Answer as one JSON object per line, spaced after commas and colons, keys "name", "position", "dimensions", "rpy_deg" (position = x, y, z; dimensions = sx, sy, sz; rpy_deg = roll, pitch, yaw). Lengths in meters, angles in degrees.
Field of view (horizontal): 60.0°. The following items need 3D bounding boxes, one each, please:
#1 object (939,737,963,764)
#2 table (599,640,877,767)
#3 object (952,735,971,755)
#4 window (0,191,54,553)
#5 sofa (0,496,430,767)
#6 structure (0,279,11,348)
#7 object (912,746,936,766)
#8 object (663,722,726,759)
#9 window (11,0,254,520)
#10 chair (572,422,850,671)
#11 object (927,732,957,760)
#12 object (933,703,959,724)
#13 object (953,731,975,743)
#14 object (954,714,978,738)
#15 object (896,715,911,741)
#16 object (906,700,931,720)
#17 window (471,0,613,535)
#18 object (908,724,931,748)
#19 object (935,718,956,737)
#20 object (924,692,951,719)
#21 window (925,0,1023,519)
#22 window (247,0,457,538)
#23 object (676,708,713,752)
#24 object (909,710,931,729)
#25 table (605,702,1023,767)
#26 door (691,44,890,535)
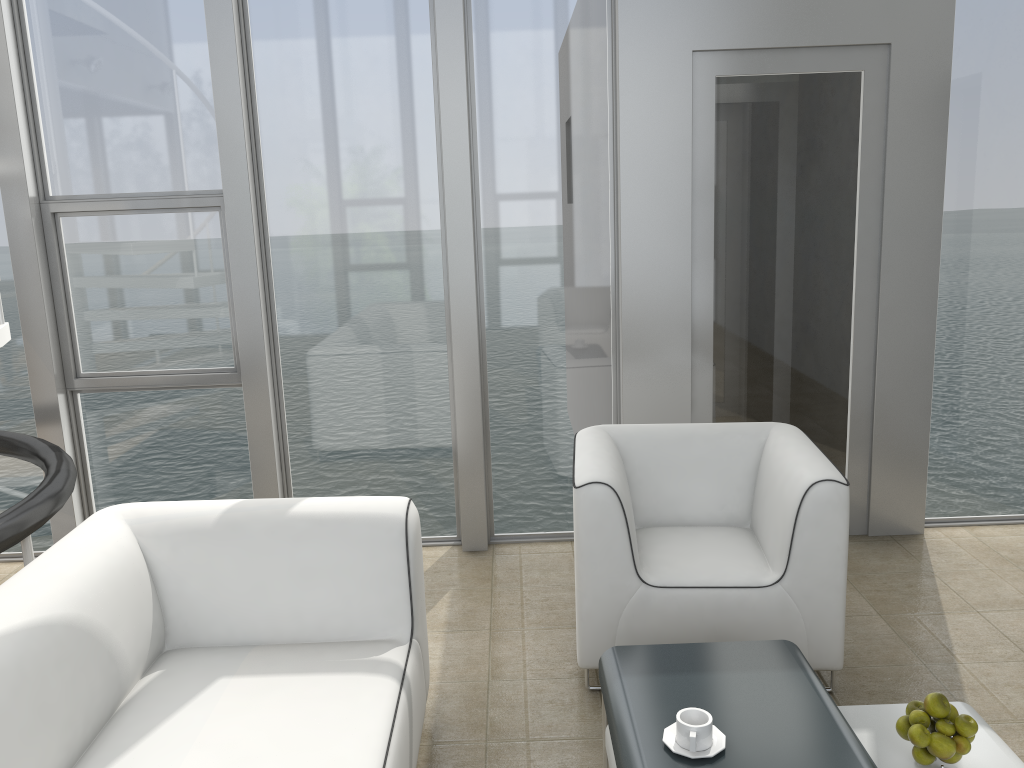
{"name": "object", "position": [0.962, 0.806, 1.957], "dimensions": [0.059, 0.056, 0.061], "rpy_deg": [9, 16, 44]}
{"name": "table", "position": [0.503, 1.009, 1.659], "dimensions": [0.532, 0.390, 1.420], "rpy_deg": [-2, 12, 0]}
{"name": "object", "position": [0.967, 0.779, 1.913], "dimensions": [0.039, 0.040, 0.040], "rpy_deg": [-4, 12, -8]}
{"name": "window", "position": [-2.555, -1.975, 3.532], "dimensions": [0.742, 5.653, 0.010], "rpy_deg": [-2, 12, 0]}
{"name": "sofa", "position": [-0.734, 0.893, 1.441], "dimensions": [0.971, 0.638, 2.601], "rpy_deg": [-2, 12, 0]}
{"name": "structure", "position": [-4.001, 1.133, 0.619], "dimensions": [4.916, 6.900, 6.700], "rpy_deg": [-2, 12, 0]}
{"name": "object", "position": [0.907, 0.814, 1.953], "dimensions": [0.048, 0.048, 0.048], "rpy_deg": [0, 12, 11]}
{"name": "object", "position": [0.388, 0.760, 1.889], "dimensions": [0.130, 0.014, 0.136], "rpy_deg": [1, 12, 15]}
{"name": "window", "position": [-1.642, -2.006, 3.517], "dimensions": [0.800, 5.700, 0.050], "rpy_deg": [-2, 12, 0]}
{"name": "chair", "position": [0.631, 0.515, 3.032], "dimensions": [0.829, 0.635, 0.720], "rpy_deg": [-1, 12, 5]}
{"name": "object", "position": [0.925, 0.779, 1.912], "dimensions": [0.058, 0.058, 0.058], "rpy_deg": [-10, 14, -32]}
{"name": "object", "position": [0.970, 0.739, 1.983], "dimensions": [0.050, 0.054, 0.055], "rpy_deg": [-9, 13, -30]}
{"name": "object", "position": [0.992, 0.767, 1.948], "dimensions": [0.047, 0.045, 0.047], "rpy_deg": [-1, 12, 4]}
{"name": "object", "position": [0.982, 0.740, 1.918], "dimensions": [0.047, 0.045, 0.047], "rpy_deg": [-2, 12, 1]}
{"name": "object", "position": [0.888, 0.770, 1.984], "dimensions": [0.054, 0.055, 0.053], "rpy_deg": [-10, 14, -35]}
{"name": "object", "position": [0.922, 0.748, 2.012], "dimensions": [0.054, 0.048, 0.055], "rpy_deg": [-4, 12, -7]}
{"name": "window", "position": [0.147, -0.607, 3.833], "dimensions": [0.556, 2.646, 0.010], "rpy_deg": [-2, 12, 0]}
{"name": "object", "position": [0.883, 0.762, 1.920], "dimensions": [0.047, 0.048, 0.047], "rpy_deg": [-11, 15, -37]}
{"name": "object", "position": [0.945, 0.750, 1.934], "dimensions": [0.040, 0.038, 0.040], "rpy_deg": [-9, 13, -28]}
{"name": "object", "position": [0.938, 0.709, 1.956], "dimensions": [0.055, 0.056, 0.055], "rpy_deg": [-2, 12, 0]}
{"name": "window", "position": [2.134, -0.681, 3.830], "dimensions": [0.605, 2.646, 0.010], "rpy_deg": [-2, 12, 0]}
{"name": "window", "position": [-0.729, -2.044, 3.531], "dimensions": [0.742, 5.653, 0.010], "rpy_deg": [-2, 12, 0]}
{"name": "object", "position": [0.382, 0.735, 1.879], "dimensions": [0.090, 0.057, 0.075], "rpy_deg": [-12, 15, -41]}
{"name": "object", "position": [0.899, 0.741, 1.956], "dimensions": [0.044, 0.043, 0.040], "rpy_deg": [1, 12, 14]}
{"name": "table", "position": [0.704, 1.031, 1.793], "dimensions": [0.929, 0.276, 0.901], "rpy_deg": [-2, 12, 0]}
{"name": "door", "position": [1.165, -0.335, 3.809], "dimensions": [0.804, 2.102, 0.030], "rpy_deg": [-2, 12, 0]}
